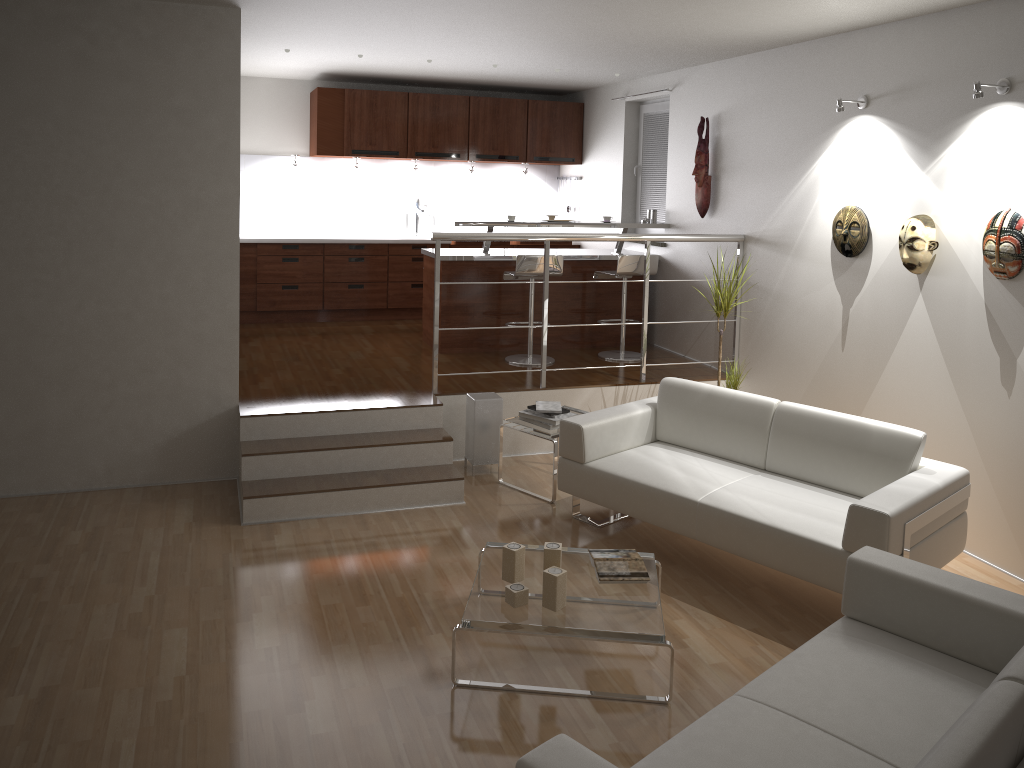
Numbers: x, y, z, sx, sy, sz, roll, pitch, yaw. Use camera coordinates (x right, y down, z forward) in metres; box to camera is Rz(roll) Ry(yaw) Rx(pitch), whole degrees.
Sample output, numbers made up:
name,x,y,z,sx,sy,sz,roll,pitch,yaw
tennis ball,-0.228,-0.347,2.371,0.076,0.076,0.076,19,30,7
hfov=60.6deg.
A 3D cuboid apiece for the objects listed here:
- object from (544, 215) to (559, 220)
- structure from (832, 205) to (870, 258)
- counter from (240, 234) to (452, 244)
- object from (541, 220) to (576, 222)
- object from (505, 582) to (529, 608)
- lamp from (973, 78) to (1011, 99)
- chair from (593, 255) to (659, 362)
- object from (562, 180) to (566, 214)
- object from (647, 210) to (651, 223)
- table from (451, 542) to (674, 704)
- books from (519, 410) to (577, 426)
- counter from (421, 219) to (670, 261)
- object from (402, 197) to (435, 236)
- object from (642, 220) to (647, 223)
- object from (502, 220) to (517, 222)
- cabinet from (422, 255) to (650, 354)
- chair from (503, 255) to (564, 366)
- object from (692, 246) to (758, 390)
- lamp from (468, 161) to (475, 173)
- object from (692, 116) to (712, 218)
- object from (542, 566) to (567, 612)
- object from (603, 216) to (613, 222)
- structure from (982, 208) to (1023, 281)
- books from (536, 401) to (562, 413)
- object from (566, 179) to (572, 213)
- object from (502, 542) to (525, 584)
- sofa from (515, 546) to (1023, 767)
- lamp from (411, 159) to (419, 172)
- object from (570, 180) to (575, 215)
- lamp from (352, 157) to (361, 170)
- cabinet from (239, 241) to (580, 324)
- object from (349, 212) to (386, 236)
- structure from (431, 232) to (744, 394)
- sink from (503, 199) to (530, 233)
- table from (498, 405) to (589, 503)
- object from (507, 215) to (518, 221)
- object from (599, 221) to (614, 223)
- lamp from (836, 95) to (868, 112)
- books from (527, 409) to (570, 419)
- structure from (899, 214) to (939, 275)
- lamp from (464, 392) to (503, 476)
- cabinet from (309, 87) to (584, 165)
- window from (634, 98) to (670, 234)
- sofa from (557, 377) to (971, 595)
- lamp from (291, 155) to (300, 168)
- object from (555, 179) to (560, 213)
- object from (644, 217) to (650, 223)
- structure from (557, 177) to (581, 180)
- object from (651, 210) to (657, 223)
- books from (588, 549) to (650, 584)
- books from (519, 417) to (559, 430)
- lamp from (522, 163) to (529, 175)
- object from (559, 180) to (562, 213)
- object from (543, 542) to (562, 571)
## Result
name,x,y,z,sx,sy,sz,roll,pitch,yaw
object,0.331,-1.366,7.204,0.140,0.041,0.132,-2,13,-17
structure,2.015,-0.919,5.274,0.069,0.311,0.323,0,9,-19
counter,-1.702,-1.435,8.650,2.103,0.039,0.695,-3,14,-19
object,0.386,-1.348,7.234,0.309,0.010,0.223,-2,13,-16
object,0.018,0.789,3.301,0.067,0.073,0.068,-4,10,-34
lamp,2.318,-1.436,4.252,0.191,0.107,0.081,-2,8,-19
chair,0.906,-0.635,7.037,0.387,0.835,0.432,-1,6,-24
object,0.565,-2.019,9.421,0.020,0.372,0.108,0,5,-19
object,1.187,-1.443,7.530,0.053,0.108,0.053,-3,7,-35
table,0.213,0.915,3.484,0.795,0.245,0.716,3,12,6
books,0.219,0.187,5.274,0.291,0.026,0.229,12,17,39
counter,0.348,-1.244,7.499,2.103,0.313,0.856,-3,13,-19
object,-0.956,-1.735,9.075,0.329,0.399,0.166,-1,6,-19
object,1.133,-1.392,7.495,0.051,0.019,0.052,-2,12,-16
object,-0.018,-1.303,6.994,0.129,0.008,0.143,-2,13,-16
cabinet,0.205,-0.728,7.569,1.849,0.739,0.645,-3,9,-19
chair,0.154,-0.595,6.777,0.388,0.835,0.432,0,6,-15
object,1.349,-0.167,5.668,0.502,1.452,0.446,1,5,-6
lamp,-0.411,-2.197,8.869,0.080,0.122,0.081,4,7,20
object,1.487,-1.676,6.785,0.152,0.778,0.152,4,5,25
object,0.160,0.760,3.279,0.068,0.149,0.067,6,7,40
object,0.798,-1.376,7.311,0.079,0.045,0.068,5,11,17
structure,2.374,-0.679,4.254,0.075,0.349,0.269,0,7,-19
books,0.220,0.138,5.270,0.151,0.014,0.221,2,13,1
object,0.621,-2.001,9.322,0.043,0.360,0.092,0,5,-20
object,0.006,0.707,3.491,0.068,0.148,0.067,6,7,40
sofa,0.941,0.980,2.215,1.797,0.727,0.918,-10,15,-44
lamp,-0.959,-2.168,8.679,0.080,0.122,0.081,4,7,20
object,0.640,-1.964,9.199,0.024,0.376,0.072,0,5,-19
lamp,-1.507,-2.139,8.489,0.080,0.122,0.081,4,7,20
cabinet,-1.051,-1.094,8.906,3.505,0.788,0.693,-3,9,-19
object,-1.479,-1.639,8.948,0.369,0.237,0.158,-2,8,-19
structure,0.568,-0.515,6.031,2.325,1.037,0.058,-2,5,-19
sink,0.246,-1.678,9.329,0.672,0.570,0.612,-2,9,-19
table,0.277,0.410,5.359,0.555,0.394,0.470,-8,13,-44
object,-0.001,-1.325,6.993,0.079,0.045,0.068,7,11,24
object,0.786,-1.353,7.307,0.130,0.008,0.142,-9,17,-39
lamp,1.998,-1.657,5.174,0.191,0.107,0.081,-2,8,-19
books,0.219,0.166,5.272,0.219,0.014,0.153,12,17,39
structure,2.171,-0.756,4.747,0.130,0.324,0.247,0,8,-18
lamp,-0.178,0.312,5.561,0.192,0.474,0.202,0,6,-19
cabinet,-0.645,-2.600,8.944,2.719,0.627,0.663,-3,10,-19
window,1.327,-1.929,7.878,0.142,1.248,0.858,0,7,-19
sofa,1.179,0.489,4.379,0.913,0.727,1.806,-7,15,-43
lamp,-2.055,-2.110,8.299,0.080,0.122,0.081,4,7,20
object,0.497,-2.059,9.597,0.033,0.376,0.065,0,5,-19
object,1.153,-1.401,7.479,0.051,0.044,0.051,6,10,27
structure,0.609,-2.206,9.395,0.048,0.033,0.610,-2,13,-19
object,1.213,-1.432,7.477,0.053,0.110,0.053,-2,7,-35
books,0.434,0.742,3.593,0.203,0.055,0.298,1,13,-4
books,0.218,0.214,5.276,0.228,0.026,0.292,-9,16,-38
lamp,0.137,-2.225,9.059,0.080,0.122,0.081,4,7,20
object,0.532,-2.047,9.536,0.008,0.372,0.033,0,4,-19
object,0.156,0.710,3.396,0.067,0.194,0.068,2,5,6
